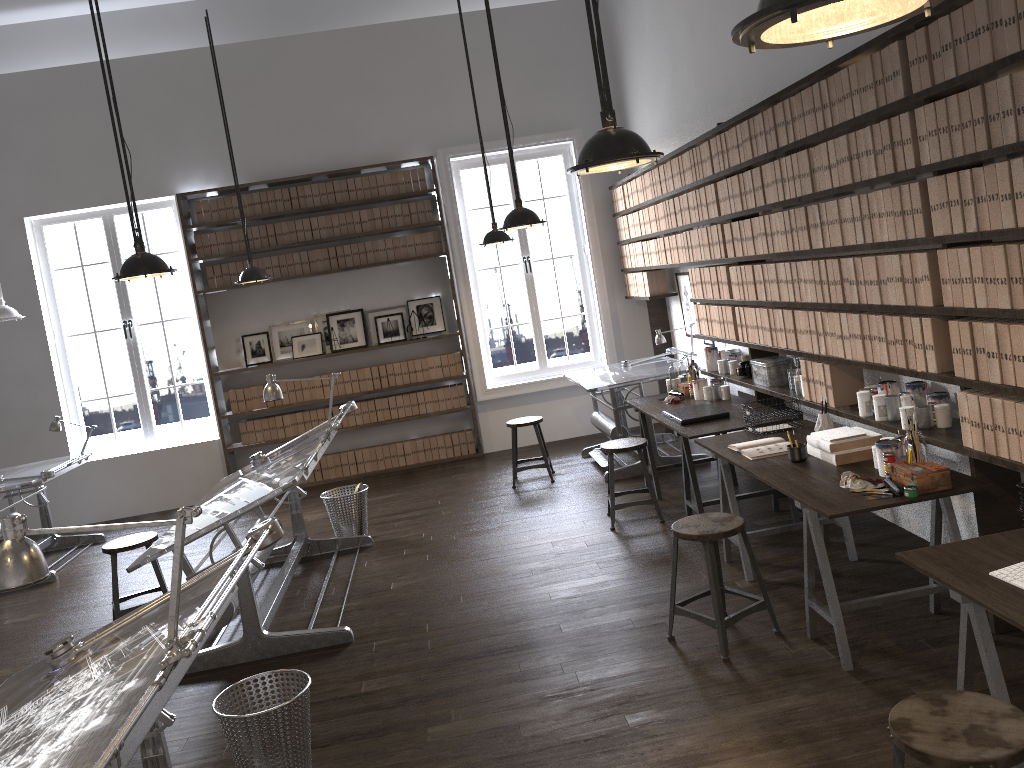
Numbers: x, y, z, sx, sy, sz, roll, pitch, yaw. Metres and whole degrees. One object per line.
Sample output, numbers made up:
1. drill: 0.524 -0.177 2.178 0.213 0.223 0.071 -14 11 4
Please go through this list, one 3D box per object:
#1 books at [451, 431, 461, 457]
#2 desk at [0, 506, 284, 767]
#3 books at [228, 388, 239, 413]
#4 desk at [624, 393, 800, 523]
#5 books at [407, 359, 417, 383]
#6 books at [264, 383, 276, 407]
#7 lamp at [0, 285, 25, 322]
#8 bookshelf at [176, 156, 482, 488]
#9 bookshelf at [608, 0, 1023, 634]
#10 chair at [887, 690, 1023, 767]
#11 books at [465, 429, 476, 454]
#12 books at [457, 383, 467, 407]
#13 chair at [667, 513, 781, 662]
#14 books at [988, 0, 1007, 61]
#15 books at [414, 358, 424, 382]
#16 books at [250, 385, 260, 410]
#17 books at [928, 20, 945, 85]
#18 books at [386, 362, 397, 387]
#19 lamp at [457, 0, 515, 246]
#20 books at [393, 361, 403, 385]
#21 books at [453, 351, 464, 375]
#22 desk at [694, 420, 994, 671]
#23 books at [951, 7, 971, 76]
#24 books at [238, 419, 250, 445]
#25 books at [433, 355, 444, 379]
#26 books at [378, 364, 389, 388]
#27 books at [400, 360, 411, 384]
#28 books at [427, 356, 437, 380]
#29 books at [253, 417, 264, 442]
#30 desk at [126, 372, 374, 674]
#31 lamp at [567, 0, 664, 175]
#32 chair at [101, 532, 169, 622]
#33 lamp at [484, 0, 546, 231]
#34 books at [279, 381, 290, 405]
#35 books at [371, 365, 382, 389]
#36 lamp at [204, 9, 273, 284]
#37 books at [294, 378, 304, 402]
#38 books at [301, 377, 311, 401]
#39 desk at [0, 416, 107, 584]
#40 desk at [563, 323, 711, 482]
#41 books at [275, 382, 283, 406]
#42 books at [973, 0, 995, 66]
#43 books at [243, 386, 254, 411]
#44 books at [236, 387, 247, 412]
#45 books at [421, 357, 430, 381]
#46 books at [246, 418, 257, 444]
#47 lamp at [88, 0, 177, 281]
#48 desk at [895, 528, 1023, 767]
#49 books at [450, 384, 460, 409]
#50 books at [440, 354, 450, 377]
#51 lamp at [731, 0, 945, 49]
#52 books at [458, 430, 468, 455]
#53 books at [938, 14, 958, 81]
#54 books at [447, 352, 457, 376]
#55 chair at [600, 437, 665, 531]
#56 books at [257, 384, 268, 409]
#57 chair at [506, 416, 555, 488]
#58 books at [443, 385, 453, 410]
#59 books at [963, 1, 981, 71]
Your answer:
1. books: -0.568 0.607 8.973 0.067 0.225 0.175 -9 5 -4
2. desk: -1.140 0.977 2.113 1.077 1.381 2.077 -10 6 -5
3. books: -2.730 0.167 8.743 0.067 0.225 0.175 -10 5 -5
4. desk: 1.303 0.485 5.925 0.656 0.667 1.675 -10 7 -4
5. books: -1.000 -0.130 8.896 0.067 0.225 0.175 -9 5 -4
6. books: -2.388 0.109 8.770 0.067 0.225 0.175 -10 5 -5
7. lamp: -4.303 -1.617 7.109 0.314 2.244 0.310 -11 4 -25
8. bookshelf: -1.709 -0.213 8.864 2.475 3.710 0.414 -10 4 -5
9. bookshelf: 1.825 0.033 4.354 0.374 3.193 9.214 -9 7 -4
10. chair: 1.100 1.059 2.113 0.374 0.526 0.358 -13 6 -36
11. books: -0.421 0.582 8.989 0.067 0.225 0.175 -9 5 -4
12. books: -0.507 0.111 8.952 0.067 0.225 0.175 -9 5 -4
13. chair: 0.901 0.871 3.911 0.360 0.526 0.371 -12 6 -31
14. books: 1.653 -1.174 2.869 0.174 0.225 0.067 -10 4 -5
15. books: -0.933 -0.141 8.896 0.067 0.225 0.175 -10 5 -5
16. books: -2.526 0.132 8.761 0.067 0.225 0.175 -10 5 -5
17. books: 1.622 -1.212 3.214 0.174 0.225 0.067 -10 4 -5
18. books: -1.209 -0.094 8.878 0.067 0.225 0.175 -10 5 -5
19. lamp: -0.303 -2.303 7.456 0.314 2.244 0.310 -11 4 -25
20. books: -1.139 -0.106 8.879 0.067 0.225 0.175 -10 5 -5
21. books: -0.539 -0.208 8.930 0.067 0.225 0.175 -9 5 -4
22. desk: 1.471 0.673 4.171 0.656 0.667 1.675 -10 7 -4
23. books: 1.635 -1.196 3.073 0.174 0.225 0.067 -10 4 -5
24. books: -2.638 0.477 8.765 0.067 0.225 0.175 -9 5 -4
25. books: -0.741 -0.174 8.913 0.067 0.225 0.175 -10 5 -5
26. books: -1.283 -0.081 8.866 0.067 0.225 0.175 -9 5 -4
27. books: -1.070 -0.118 8.890 0.067 0.225 0.175 -9 5 -4
28. books: -0.806 -0.163 8.910 0.067 0.225 0.175 -9 5 -4
29. books: -2.496 0.452 8.781 0.067 0.225 0.175 -10 5 -5
30. desk: -1.460 0.620 5.445 1.077 1.381 2.289 -10 6 -4
31. lamp: 0.152 -1.799 2.752 0.312 2.244 0.312 -8 4 20
32. chair: -2.264 1.202 5.364 0.373 0.526 0.358 -12 5 -26
33. lamp: -0.113 -2.096 5.521 0.314 2.244 0.310 -11 4 -25
34. books: -2.245 0.084 8.784 0.067 0.225 0.175 -9 5 -4
35. books: -1.356 -0.069 8.865 0.067 0.225 0.175 -10 5 -5
36. lamp: -2.322 -1.957 7.285 0.314 2.244 0.310 -11 4 -25
37. books: -2.106 0.060 8.800 0.067 0.225 0.175 -10 5 -5
38. books: -2.039 0.049 8.800 0.067 0.225 0.175 -9 5 -4
39. desk: -3.909 0.904 7.155 1.172 1.184 1.273 -10 6 -5
40. desk: 1.083 0.102 7.532 1.072 1.094 1.273 -10 6 -5
41. books: -2.315 0.095 8.782 0.067 0.225 0.175 -9 5 -4
42. books: 1.642 -1.181 2.935 0.174 0.225 0.067 -10 4 -5
43. books: -2.588 0.143 8.752 0.067 0.225 0.175 -9 5 -4
44. books: -2.659 0.155 8.746 0.067 0.225 0.175 -10 5 -5
45. books: -0.868 -0.153 8.906 0.067 0.225 0.175 -9 5 -4
46. books: -2.566 0.464 8.771 0.067 0.225 0.175 -10 5 -5
47. lamp: -2.049 -1.652 4.438 0.312 2.244 0.312 -8 4 16
48. desk: 1.676 0.901 2.043 0.656 0.667 1.675 -10 7 -4
49. books: -0.577 0.122 8.950 0.067 0.225 0.175 -10 5 -5
50. books: -0.672 -0.186 8.923 0.067 0.225 0.175 -9 5 -4
51. lamp: 0.301 -1.634 1.208 0.312 2.244 0.312 -8 4 20
52. books: -0.495 0.594 8.985 0.067 0.225 0.175 -10 5 -5
53. books: 1.624 -1.203 3.143 0.174 0.225 0.067 -10 4 -5
54. books: -0.603 -0.198 8.931 0.067 0.225 0.175 -9 5 -4
55. chair: 0.781 0.649 5.879 0.358 0.526 0.373 -9 5 4
56. books: -2.462 0.121 8.769 0.067 0.225 0.175 -9 5 -4
57. chair: 0.146 0.560 7.437 0.358 0.526 0.373 -9 5 4
58. books: -0.647 0.134 8.944 0.067 0.225 0.175 -10 5 -5
59. books: 1.642 -1.189 3.002 0.174 0.225 0.067 -10 4 -5
